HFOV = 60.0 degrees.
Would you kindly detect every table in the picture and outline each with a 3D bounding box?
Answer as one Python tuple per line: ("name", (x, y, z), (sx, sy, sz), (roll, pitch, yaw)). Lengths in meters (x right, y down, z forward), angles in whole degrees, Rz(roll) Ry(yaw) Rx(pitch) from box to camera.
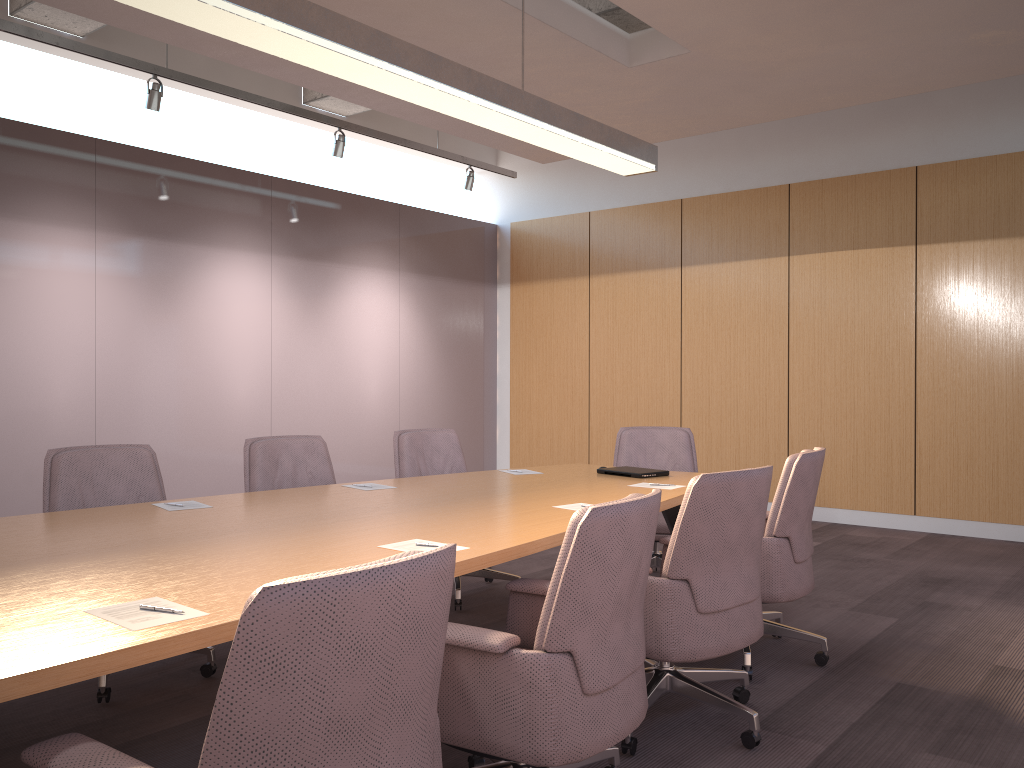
("table", (-1.709, 0.864, 1.928), (1.885, 0.748, 8.000), (0, 0, 39))

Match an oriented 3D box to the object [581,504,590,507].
("object", (0.329, 0.482, 3.482), (0.125, 0.009, 0.009), (0, 0, 30))

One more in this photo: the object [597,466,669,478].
("object", (0.642, 0.469, 4.727), (0.231, 0.026, 0.325), (0, 0, -39))

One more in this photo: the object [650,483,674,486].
("object", (0.718, 0.479, 4.219), (0.125, 0.009, 0.009), (0, 0, 17))

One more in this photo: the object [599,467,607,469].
("object", (0.505, 0.471, 4.949), (0.039, 0.019, 0.070), (0, 0, 33))

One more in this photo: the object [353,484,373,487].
("object", (-0.702, 0.476, 4.153), (0.125, 0.009, 0.009), (0, 0, 32))

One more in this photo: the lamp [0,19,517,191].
("lamp", (-1.488, -2.360, 2.094), (5.699, 1.321, 12.467), (0, 0, 39))

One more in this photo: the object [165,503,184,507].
("object", (-1.342, 0.477, 3.517), (0.125, 0.009, 0.009), (0, 0, 33))

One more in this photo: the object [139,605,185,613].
("object", (-0.754, 0.486, 1.913), (0.125, 0.009, 0.009), (0, 0, 22))

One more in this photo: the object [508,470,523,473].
("object", (0.015, 0.474, 4.841), (0.009, 0.009, 0.125), (0, 0, -43))

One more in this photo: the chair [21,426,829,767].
("chair", (-1.782, 0.763, 1.851), (3.001, 0.948, 9.673), (0, 0, 39))

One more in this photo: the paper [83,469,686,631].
("paper", (-1.656, 0.489, 2.002), (1.713, 0.001, 6.800), (0, 0, 39))

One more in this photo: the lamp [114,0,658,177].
("lamp", (-1.455, -2.090, 2.202), (0.200, 1.864, 6.974), (0, 0, 39))

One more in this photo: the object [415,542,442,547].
("object", (-0.234, 0.484, 2.664), (0.125, 0.009, 0.009), (0, 0, 22))
